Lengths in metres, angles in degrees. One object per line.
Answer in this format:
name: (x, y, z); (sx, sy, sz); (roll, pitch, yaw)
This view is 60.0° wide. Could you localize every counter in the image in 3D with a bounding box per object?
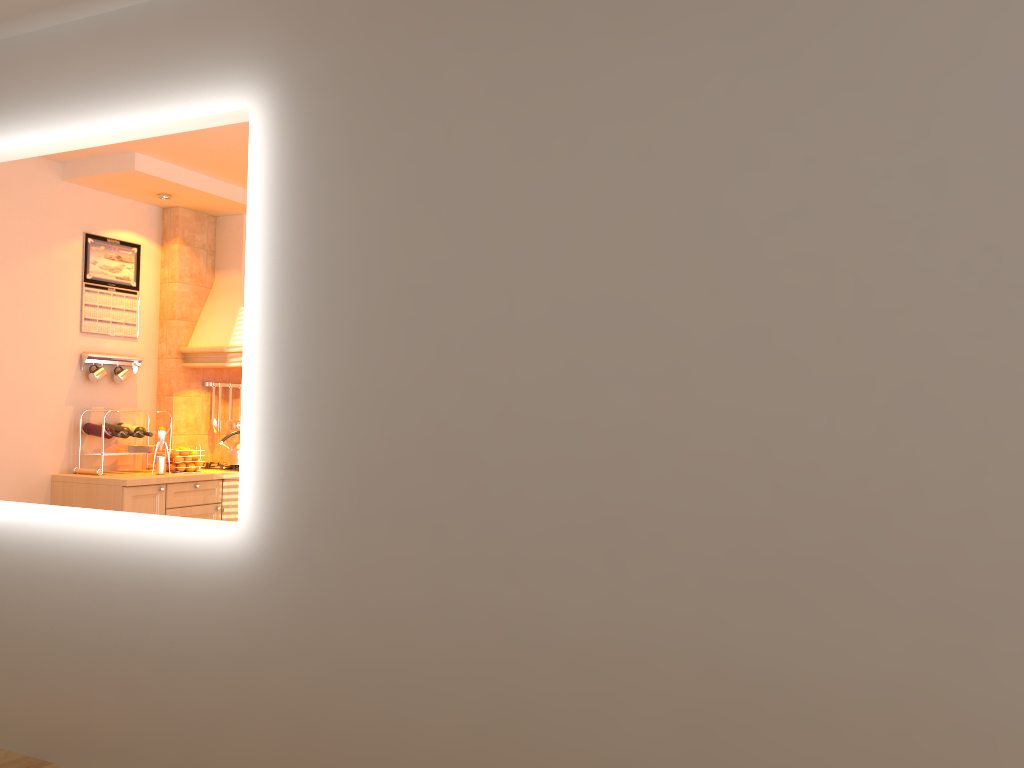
counter: (-1.840, 0.589, 5.993); (0.770, 0.038, 2.250); (0, -2, 26)

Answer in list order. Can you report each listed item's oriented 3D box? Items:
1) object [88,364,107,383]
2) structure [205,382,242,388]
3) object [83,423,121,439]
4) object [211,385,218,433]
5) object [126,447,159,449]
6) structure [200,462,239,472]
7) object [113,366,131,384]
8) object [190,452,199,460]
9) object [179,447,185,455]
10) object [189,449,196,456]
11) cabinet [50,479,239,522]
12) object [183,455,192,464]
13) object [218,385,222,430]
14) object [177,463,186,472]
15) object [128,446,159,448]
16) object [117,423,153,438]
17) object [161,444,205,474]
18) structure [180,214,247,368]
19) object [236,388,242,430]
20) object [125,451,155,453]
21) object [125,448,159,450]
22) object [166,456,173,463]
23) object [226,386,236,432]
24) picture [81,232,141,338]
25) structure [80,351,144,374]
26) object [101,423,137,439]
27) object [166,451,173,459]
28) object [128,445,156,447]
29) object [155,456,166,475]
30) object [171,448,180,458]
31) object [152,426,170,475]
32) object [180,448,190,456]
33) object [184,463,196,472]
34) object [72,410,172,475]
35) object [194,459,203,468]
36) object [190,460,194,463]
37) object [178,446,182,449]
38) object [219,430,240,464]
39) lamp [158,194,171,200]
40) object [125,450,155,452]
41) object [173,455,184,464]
object: (-2.507, -0.062, 5.365); (0.066, 0.111, 0.103); (0, -2, 19)
structure: (-1.959, 0.011, 6.210); (0.009, 0.024, 0.506); (0, -2, 26)
object: (-2.432, 0.279, 5.278); (0.282, 0.095, 0.076); (0, -2, 26)
object: (-2.021, 0.170, 6.033); (0.028, 0.323, 0.055); (0, -2, 26)
object: (-2.305, 0.403, 5.533); (0.172, 0.011, 0.163); (1, -2, -5)
structure: (-1.717, 0.552, 6.074); (0.494, 0.051, 0.797); (0, -2, 26)
object: (-2.429, -0.055, 5.525); (0.066, 0.111, 0.103); (0, -2, 19)
object: (-1.984, 0.448, 5.538); (0.053, 0.052, 0.061); (1, -2, -1)
object: (-2.049, 0.420, 5.523); (0.063, 0.053, 0.051); (1, -2, -13)
object: (-2.018, 0.437, 5.585); (0.063, 0.053, 0.051); (1, -2, -1)
cabinet: (-1.550, 1.039, 6.167); (1.141, 0.840, 2.850); (0, -2, 26)
object: (-2.010, 0.468, 5.490); (0.052, 0.053, 0.062); (3, -3, -42)
object: (-2.006, 0.170, 6.090); (0.006, 0.319, 0.028); (0, -2, 26)
object: (-2.032, 0.511, 5.453); (0.052, 0.057, 0.060); (1, -2, -12)
object: (-2.304, 0.397, 5.533); (0.172, 0.011, 0.163); (1, -2, -5)
object: (-2.331, 0.288, 5.487); (0.282, 0.095, 0.076); (0, -2, 26)
object: (-2.052, 0.463, 5.531); (0.189, 0.174, 0.207); (-1, -3, 41)
structure: (-0.130, -0.543, 6.134); (4.091, 1.148, 1.061); (1, -2, 0)
object: (-1.931, 0.172, 6.272); (0.037, 0.309, 0.077); (0, -2, 25)
object: (-2.305, 0.423, 5.533); (0.172, 0.011, 0.163); (1, -2, -5)
object: (-2.305, 0.410, 5.533); (0.172, 0.011, 0.163); (1, -2, -5)
object: (-2.140, 0.466, 5.518); (0.060, 0.055, 0.053); (0, -2, 29)
object: (-1.957, 0.174, 6.179); (0.017, 0.320, 0.090); (0, -2, 26)
picture: (-2.490, -0.605, 5.520); (0.009, 0.605, 0.417); (0, -2, 26)
structure: (-2.471, -0.132, 5.492); (0.069, 0.118, 0.405); (0, -2, 26)
object: (-2.381, 0.284, 5.383); (0.282, 0.095, 0.076); (0, -2, 26)
object: (-2.108, 0.437, 5.491); (0.063, 0.051, 0.053); (0, -2, 31)
object: (-2.304, 0.390, 5.534); (0.172, 0.011, 0.163); (1, -2, -5)
object: (-2.106, 0.489, 5.314); (0.060, 0.106, 0.060); (1, -2, -6)
object: (-2.067, 0.424, 5.457); (0.057, 0.060, 0.052); (2, -2, -26)
object: (-2.111, 0.397, 5.304); (0.101, 0.288, 0.088); (0, -2, 26)
object: (-2.016, 0.422, 5.472); (0.053, 0.051, 0.063); (0, -2, 33)
object: (-2.002, 0.520, 5.505); (0.074, 0.063, 0.064); (1, -2, 6)
object: (-2.364, 0.351, 5.434); (0.221, 0.379, 0.572); (0, -2, 26)
object: (-1.958, 0.495, 5.542); (0.052, 0.054, 0.061); (3, -2, -37)
object: (-2.026, 0.483, 5.557); (0.062, 0.053, 0.051); (1, -2, -6)
object: (-2.085, 0.423, 5.590); (0.059, 0.060, 0.050); (2, -2, -14)
object: (-1.740, 0.409, 5.783); (0.242, 0.215, 0.251); (1, -2, 13)
lamp: (-2.163, -1.165, 5.522); (0.070, 0.021, 0.070); (1, -2, 9)
object: (-2.305, 0.417, 5.533); (0.172, 0.011, 0.163); (1, -2, -5)
object: (-2.044, 0.464, 5.439); (0.053, 0.051, 0.063); (-1, -3, 45)
